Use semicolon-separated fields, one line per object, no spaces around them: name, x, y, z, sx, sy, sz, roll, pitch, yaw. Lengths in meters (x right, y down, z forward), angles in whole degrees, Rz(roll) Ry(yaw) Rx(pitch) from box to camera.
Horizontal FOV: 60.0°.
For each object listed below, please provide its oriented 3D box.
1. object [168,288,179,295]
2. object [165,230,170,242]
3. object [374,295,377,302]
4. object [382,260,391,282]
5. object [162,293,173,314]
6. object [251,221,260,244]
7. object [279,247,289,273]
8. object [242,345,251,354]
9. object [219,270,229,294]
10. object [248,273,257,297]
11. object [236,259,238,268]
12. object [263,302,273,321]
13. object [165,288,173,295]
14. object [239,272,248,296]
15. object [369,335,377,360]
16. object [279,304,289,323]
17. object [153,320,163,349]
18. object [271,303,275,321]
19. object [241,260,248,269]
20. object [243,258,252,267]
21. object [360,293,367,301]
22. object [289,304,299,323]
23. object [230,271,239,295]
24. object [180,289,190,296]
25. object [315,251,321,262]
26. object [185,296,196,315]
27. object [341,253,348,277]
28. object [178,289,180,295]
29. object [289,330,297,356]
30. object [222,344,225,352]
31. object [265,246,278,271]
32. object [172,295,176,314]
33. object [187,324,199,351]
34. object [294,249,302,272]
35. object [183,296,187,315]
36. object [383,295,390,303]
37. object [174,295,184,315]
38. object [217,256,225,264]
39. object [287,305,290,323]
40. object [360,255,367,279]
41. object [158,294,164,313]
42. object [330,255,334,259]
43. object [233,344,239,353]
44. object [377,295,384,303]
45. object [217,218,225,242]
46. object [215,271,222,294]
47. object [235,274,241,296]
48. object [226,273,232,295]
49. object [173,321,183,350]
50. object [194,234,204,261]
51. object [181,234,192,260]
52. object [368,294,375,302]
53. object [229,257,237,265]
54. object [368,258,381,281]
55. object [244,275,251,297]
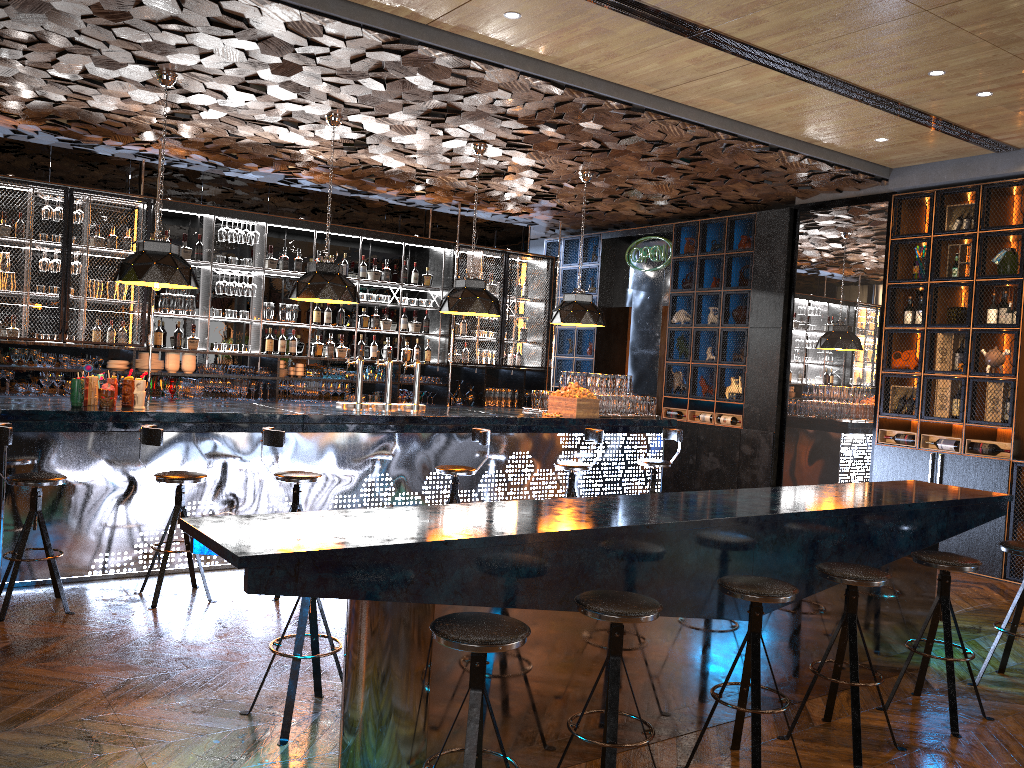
object;-3.525;-1.040;9.251;0.105;0.209;0.105;4;1;10
object;-3.601;-1.450;9.221;0.086;0.298;0.086;4;1;13
object;-1.669;-1.024;10.665;0.089;0.092;0.089;2;2;-36
object;-1.514;-1.354;10.668;0.083;0.282;0.083;2;2;-35
object;-3.585;-0.834;9.224;0.105;0.209;0.105;4;1;10
object;-2.784;-1.649;9.636;0.092;0.244;0.092;4;1;15
object;-2.551;-1.390;9.930;0.083;0.282;0.083;5;2;40
object;-2.907;-0.380;9.697;0.089;0.092;0.089;3;2;-25
object;-3.073;-1.087;9.469;0.092;0.244;0.092;4;1;15
object;-2.818;-1.077;9.650;0.092;0.244;0.092;4;1;15
object;-3.046;-1.325;9.705;0.089;0.092;0.089;3;2;-25
object;-2.698;-0.796;9.790;0.105;0.209;0.105;4;1;10
object;-3.595;-1.046;9.339;0.105;0.209;0.105;4;1;10
object;-2.903;-1.080;9.590;0.092;0.244;0.092;4;1;15
object;-1.658;-0.434;10.636;0.086;0.298;0.086;4;1;13
object;-2.558;-0.791;9.923;0.105;0.209;0.105;4;1;10
object;-3.669;-0.516;9.204;0.086;0.299;0.086;4;1;13
object;-2.712;-0.800;9.921;0.105;0.209;0.105;4;1;10
object;-2.951;-1.322;9.787;0.089;0.092;0.089;4;2;23
object;-2.870;-1.313;9.619;0.089;0.092;0.089;4;2;23
object;-1.751;-1.023;10.446;0.089;0.092;0.089;4;2;26
object;-2.456;-0.786;9.966;0.105;0.209;0.105;4;1;10
object;-2.983;-1.084;9.533;0.092;0.244;0.092;4;1;15
object;-3.436;-1.037;9.326;0.105;0.209;0.105;4;1;10
object;-2.221;-1.383;10.165;0.083;0.282;0.083;5;2;40
object;-3.388;-0.825;9.350;0.105;0.209;0.105;4;1;10
object;-1.958;-1.380;10.368;0.086;0.298;0.086;4;1;13
object;-3.492;-1.042;9.398;0.105;0.209;0.105;4;1;10
object;-2.480;-0.468;10.052;0.086;0.298;0.086;4;1;13
object;-3.184;-0.396;9.681;0.089;0.092;0.089;4;2;26
object;-2.681;-1.393;9.840;0.123;0.279;0.123;5;2;43
object;-3.557;-0.836;9.378;0.105;0.209;0.105;4;1;10
object;-3.375;-0.494;9.390;0.123;0.279;0.123;3;2;-22
object;-2.416;-1.385;10.027;0.083;0.282;0.083;3;2;-20
object;-3.462;-0.832;9.433;0.105;0.209;0.105;4;1;10
object;-1.508;-1.013;10.646;0.089;0.092;0.089;4;1;9
object;-3.488;-0.830;9.293;0.105;0.209;0.105;4;1;10
object;-3.128;-1.326;9.526;0.089;0.092;0.089;4;2;23
object;-2.508;-0.791;10.061;0.105;0.209;0.105;4;1;10
object;-1.764;-1.373;10.499;0.086;0.298;0.086;4;1;13
object;-3.662;-0.840;9.313;0.105;0.209;0.105;4;1;10
object;-2.091;-1.360;10.258;0.151;0.248;0.094;3;2;-32
object;-3.029;-0.387;9.687;0.089;0.092;0.089;3;2;-25
object;-1.569;-1.015;10.560;0.089;0.092;0.089;4;1;18
object;-3.134;-1.668;9.589;0.092;0.244;0.092;4;1;15
object;-3.168;-1.096;9.604;0.092;0.244;0.092;4;1;15
object;-2.998;-1.089;9.725;0.092;0.244;0.092;4;1;15
object;-3.078;-1.093;9.667;0.092;0.244;0.092;4;1;15
object;-3.495;-0.509;9.290;0.086;0.297;0.086;3;1;-2
object;-3.313;-1.437;9.392;0.086;0.299;0.086;4;1;13
object;-3.430;-1.431;9.289;0.123;0.279;0.123;5;2;43
object;-1.668;-1.020;10.520;0.089;0.092;0.089;4;1;18
object;-3.016;-1.320;9.577;0.089;0.092;0.089;4;2;23
object;-1.637;-1.356;10.564;0.123;0.279;0.123;5;2;44
object;-2.913;-1.086;9.785;0.092;0.244;0.092;4;1;15
